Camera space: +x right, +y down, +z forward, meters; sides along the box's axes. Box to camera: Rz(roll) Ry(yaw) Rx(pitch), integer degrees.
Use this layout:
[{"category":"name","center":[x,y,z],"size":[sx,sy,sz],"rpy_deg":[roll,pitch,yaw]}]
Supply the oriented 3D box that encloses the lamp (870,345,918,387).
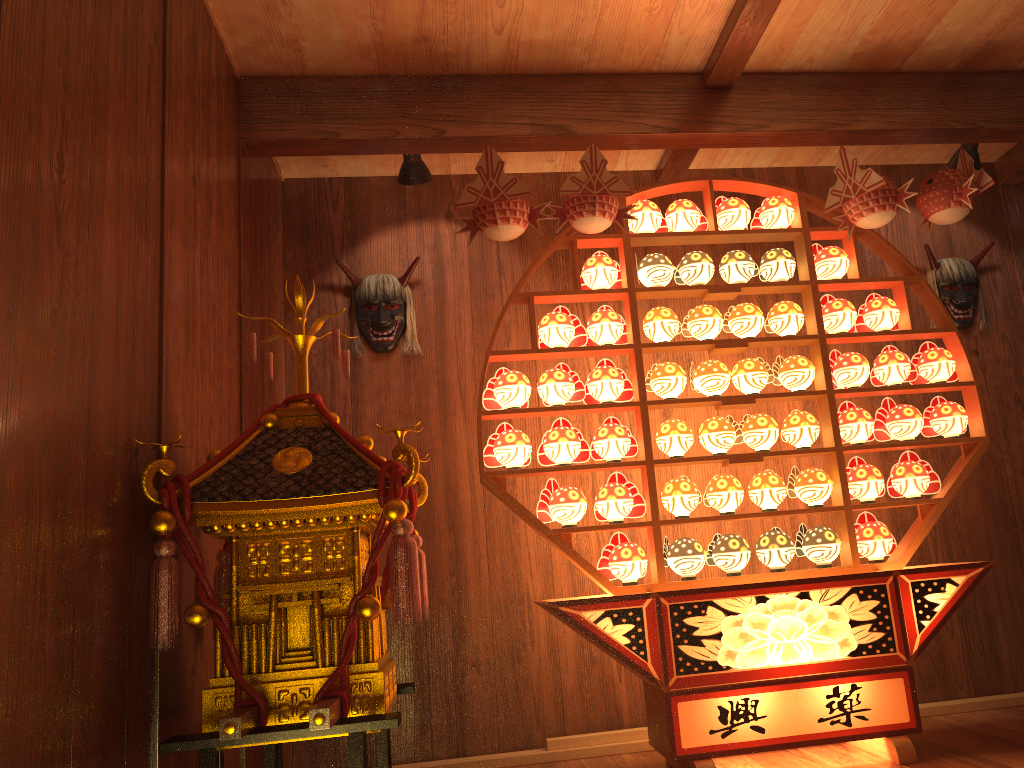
[{"category":"lamp","center":[1.495,-0.077,3.485],"size":[0.177,0.191,0.161],"rpy_deg":[-10,-13,23]}]

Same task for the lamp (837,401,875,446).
[{"category":"lamp","center":[1.324,0.145,3.409],"size":[0.189,0.195,0.158],"rpy_deg":[-5,-12,3]}]

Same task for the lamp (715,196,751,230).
[{"category":"lamp","center":[0.888,-0.694,3.542],"size":[0.204,0.200,0.154],"rpy_deg":[-1,-13,-16]}]

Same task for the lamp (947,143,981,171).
[{"category":"lamp","center":[1.956,-0.991,3.823],"size":[0.134,0.176,0.177],"rpy_deg":[-7,-13,13]}]

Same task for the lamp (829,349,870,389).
[{"category":"lamp","center":[1.333,-0.066,3.459],"size":[0.194,0.187,0.153],"rpy_deg":[1,-14,-26]}]

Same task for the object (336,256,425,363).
[{"category":"object","center":[-0.558,-0.309,3.804],"size":[0.367,0.453,0.136],"rpy_deg":[-3,-12,-8]}]

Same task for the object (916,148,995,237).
[{"category":"object","center":[1.666,-0.769,3.413],"size":[0.231,0.318,0.362],"rpy_deg":[-2,-13,-10]}]

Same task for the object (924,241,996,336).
[{"category":"object","center":[2.128,-0.434,4.180],"size":[0.367,0.453,0.136],"rpy_deg":[-3,-12,-8]}]

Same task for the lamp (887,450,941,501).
[{"category":"lamp","center":[1.524,0.347,3.390],"size":[0.195,0.200,0.162],"rpy_deg":[-11,-14,28]}]

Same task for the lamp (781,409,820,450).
[{"category":"lamp","center":[1.103,0.169,3.375],"size":[0.138,0.173,0.158],"rpy_deg":[-6,-12,9]}]

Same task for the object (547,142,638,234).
[{"category":"object","center":[0.282,-0.690,3.219],"size":[0.351,0.306,0.213],"rpy_deg":[-3,-12,-7]}]

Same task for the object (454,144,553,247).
[{"category":"object","center":[-0.042,-0.663,3.165],"size":[0.358,0.310,0.243],"rpy_deg":[-9,-13,18]}]

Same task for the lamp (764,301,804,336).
[{"category":"lamp","center":[1.077,-0.261,3.468],"size":[0.140,0.173,0.157],"rpy_deg":[-4,-12,-1]}]

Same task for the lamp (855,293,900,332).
[{"category":"lamp","center":[1.472,-0.294,3.528],"size":[0.187,0.195,0.158],"rpy_deg":[-6,-12,8]}]

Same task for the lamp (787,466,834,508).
[{"category":"lamp","center":[1.143,0.382,3.334],"size":[0.144,0.173,0.152],"rpy_deg":[6,-16,-40]}]

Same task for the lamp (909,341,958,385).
[{"category":"lamp","center":[1.685,-0.093,3.510],"size":[0.198,0.200,0.159],"rpy_deg":[-6,-12,8]}]

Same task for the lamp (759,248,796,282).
[{"category":"lamp","center":[1.056,-0.475,3.515],"size":[0.138,0.173,0.158],"rpy_deg":[-6,-12,9]}]

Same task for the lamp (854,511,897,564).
[{"category":"lamp","center":[1.356,0.573,3.320],"size":[0.193,0.197,0.159],"rpy_deg":[-6,-12,8]}]

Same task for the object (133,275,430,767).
[{"category":"object","center":[-0.501,0.463,2.151],"size":[0.612,1.513,0.803],"rpy_deg":[-3,-12,-6]}]

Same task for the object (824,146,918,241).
[{"category":"object","center":[1.356,-0.739,3.366],"size":[0.248,0.314,0.354],"rpy_deg":[2,-14,-28]}]

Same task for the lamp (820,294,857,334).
[{"category":"lamp","center":[1.294,-0.286,3.502],"size":[0.202,0.200,0.156],"rpy_deg":[-3,-12,-7]}]

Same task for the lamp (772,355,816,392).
[{"category":"lamp","center":[1.109,-0.046,3.428],"size":[0.144,0.173,0.152],"rpy_deg":[4,-15,-35]}]

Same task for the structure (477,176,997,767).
[{"category":"structure","center":[0.862,0.255,3.327],"size":[1.979,2.192,0.486],"rpy_deg":[-3,-12,-8]}]

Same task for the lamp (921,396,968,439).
[{"category":"lamp","center":[1.712,0.125,3.463],"size":[0.182,0.192,0.158],"rpy_deg":[-5,-12,3]}]

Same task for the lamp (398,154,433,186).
[{"category":"lamp","center":[-0.377,-0.860,3.490],"size":[0.138,0.176,0.171],"rpy_deg":[0,-13,-20]}]

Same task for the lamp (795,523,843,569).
[{"category":"lamp","center":[1.159,0.596,3.290],"size":[0.144,0.173,0.152],"rpy_deg":[6,-16,-40]}]

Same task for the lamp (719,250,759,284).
[{"category":"lamp","center":[0.886,-0.461,3.495],"size":[0.135,0.167,0.162],"rpy_deg":[-13,-15,33]}]

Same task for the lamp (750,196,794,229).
[{"category":"lamp","center":[1.069,-0.698,3.566],"size":[0.190,0.188,0.157],"rpy_deg":[-4,-12,-2]}]

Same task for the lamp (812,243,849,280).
[{"category":"lamp","center":[1.285,-0.501,3.550],"size":[0.205,0.200,0.153],"rpy_deg":[0,-13,-21]}]

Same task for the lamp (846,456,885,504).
[{"category":"lamp","center":[1.343,0.360,3.362],"size":[0.185,0.193,0.158],"rpy_deg":[-5,-12,3]}]

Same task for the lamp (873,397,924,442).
[{"category":"lamp","center":[1.530,0.131,3.439],"size":[0.205,0.200,0.153],"rpy_deg":[0,-13,-21]}]
